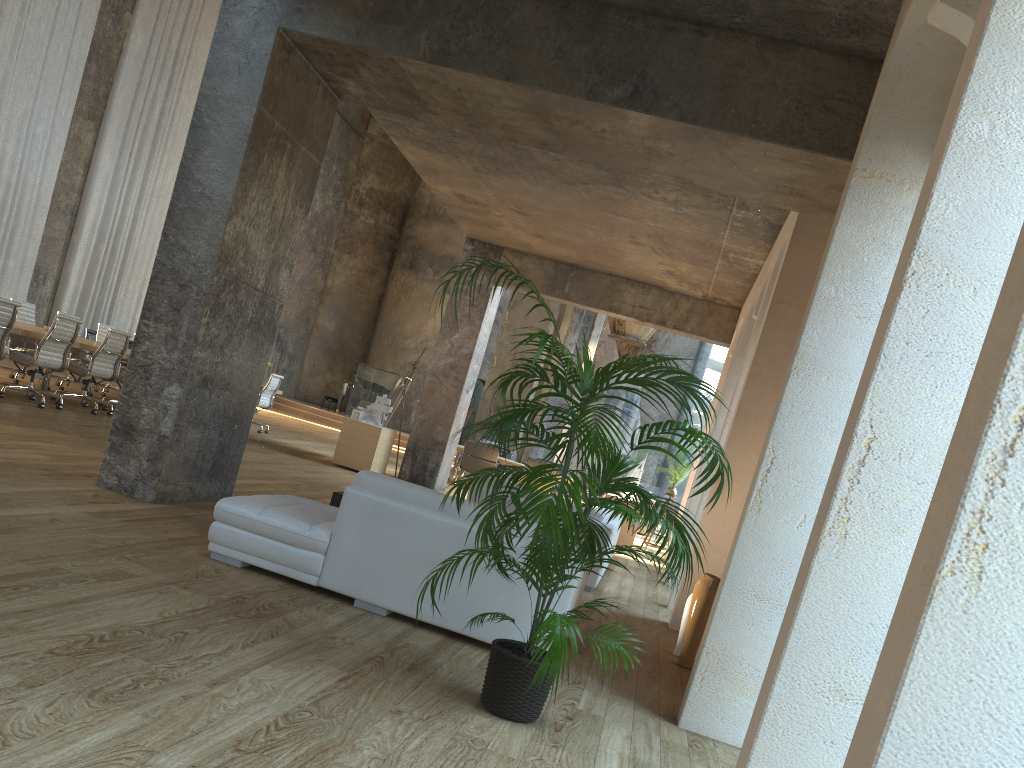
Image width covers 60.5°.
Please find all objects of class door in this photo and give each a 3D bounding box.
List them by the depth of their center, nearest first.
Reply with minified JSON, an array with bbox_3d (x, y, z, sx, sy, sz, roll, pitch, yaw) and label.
[{"bbox_3d":[-1.357,0.941,27.971,0.917,2.310,0.089,14,4,-33],"label":"door"}]

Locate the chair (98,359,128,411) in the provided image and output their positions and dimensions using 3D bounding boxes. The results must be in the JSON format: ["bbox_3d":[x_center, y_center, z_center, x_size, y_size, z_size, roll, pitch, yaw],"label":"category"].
[{"bbox_3d":[-4.877,-0.111,11.309,0.691,1.031,0.670,17,2,18],"label":"chair"}]

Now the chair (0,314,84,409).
[{"bbox_3d":[-5.166,-0.307,9.515,0.693,1.031,0.667,17,2,13],"label":"chair"}]

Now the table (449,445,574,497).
[{"bbox_3d":[-0.048,1.811,16.605,2.396,0.704,1.107,16,-1,9],"label":"table"}]

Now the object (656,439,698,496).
[{"bbox_3d":[2.635,1.303,13.801,0.688,0.945,0.856,16,1,1],"label":"object"}]

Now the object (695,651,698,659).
[{"bbox_3d":[1.353,1.715,6.145,0.099,0.455,0.102,19,4,34],"label":"object"}]

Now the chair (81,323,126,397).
[{"bbox_3d":[-5.928,-0.308,13.174,0.692,1.031,0.668,17,2,15],"label":"chair"}]

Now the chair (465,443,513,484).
[{"bbox_3d":[-0.469,1.639,17.439,0.722,0.897,0.826,17,1,16],"label":"chair"}]

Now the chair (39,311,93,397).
[{"bbox_3d":[-6.071,-0.405,12.287,0.691,1.031,0.670,17,2,18],"label":"chair"}]

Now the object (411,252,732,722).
[{"bbox_3d":[0.170,0.498,3.724,1.388,1.823,1.363,17,1,15],"label":"object"}]

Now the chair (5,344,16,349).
[{"bbox_3d":[-6.355,-0.599,10.496,0.695,1.031,0.666,17,2,9],"label":"chair"}]

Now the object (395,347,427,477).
[{"bbox_3d":[-1.888,0.383,14.005,0.681,2.160,0.700,17,3,9],"label":"object"}]

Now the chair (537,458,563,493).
[{"bbox_3d":[0.586,1.942,17.274,0.725,0.897,0.823,17,1,11],"label":"chair"}]

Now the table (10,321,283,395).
[{"bbox_3d":[-5.535,-0.135,11.881,1.591,0.762,7.740,16,-3,11],"label":"table"}]

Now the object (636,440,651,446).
[{"bbox_3d":[2.673,1.628,18.905,0.852,0.946,0.690,17,1,12],"label":"object"}]

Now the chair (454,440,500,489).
[{"bbox_3d":[-0.612,1.506,15.962,0.728,0.897,0.820,17,1,4],"label":"chair"}]

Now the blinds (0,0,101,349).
[{"bbox_3d":[-8.389,-5.177,11.729,0.273,8.693,7.851,17,1,12],"label":"blinds"}]

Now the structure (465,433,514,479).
[{"bbox_3d":[-0.503,1.701,19.651,0.739,1.020,0.736,17,2,10],"label":"structure"}]

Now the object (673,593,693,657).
[{"bbox_3d":[1.212,1.669,6.089,0.099,0.455,0.102,19,4,34],"label":"object"}]

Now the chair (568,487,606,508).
[{"bbox_3d":[1.386,2.124,16.376,0.819,0.898,0.728,16,1,4],"label":"chair"}]

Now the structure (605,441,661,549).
[{"bbox_3d":[1.768,1.717,13.468,0.591,1.557,0.743,17,3,10],"label":"structure"}]

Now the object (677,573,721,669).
[{"bbox_3d":[1.228,1.562,5.786,0.174,0.634,0.236,16,3,-2],"label":"object"}]

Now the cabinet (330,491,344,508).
[{"bbox_3d":[-1.083,1.104,7.237,0.393,0.371,1.567,16,-3,11],"label":"cabinet"}]

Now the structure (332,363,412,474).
[{"bbox_3d":[-2.089,0.554,13.141,0.591,1.557,0.743,17,3,10],"label":"structure"}]

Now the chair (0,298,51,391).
[{"bbox_3d":[-6.216,-0.501,11.418,0.692,1.031,0.668,17,2,15],"label":"chair"}]

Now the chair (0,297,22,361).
[{"bbox_3d":[-5.322,-0.410,8.579,0.692,1.031,0.668,17,2,15],"label":"chair"}]

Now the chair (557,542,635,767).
[{"bbox_3d":[-2.955,0.663,14.539,12.870,1.037,31.611,16,-3,10],"label":"chair"}]

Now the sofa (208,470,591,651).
[{"bbox_3d":[-0.586,0.944,5.239,2.056,0.725,1.074,16,-1,9],"label":"sofa"}]

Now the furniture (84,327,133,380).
[{"bbox_3d":[-7.618,-0.462,17.283,0.704,0.845,1.878,17,-2,10],"label":"furniture"}]

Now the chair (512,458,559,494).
[{"bbox_3d":[0.348,1.784,15.842,0.737,0.897,0.809,16,1,-17],"label":"chair"}]

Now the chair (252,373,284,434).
[{"bbox_3d":[-4.340,0.262,14.802,0.692,1.031,0.668,17,2,15],"label":"chair"}]

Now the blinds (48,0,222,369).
[{"bbox_3d":[-6.993,-4.240,20.262,0.273,8.693,7.851,17,1,12],"label":"blinds"}]

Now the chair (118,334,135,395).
[{"bbox_3d":[-5.782,-0.209,14.081,0.693,1.031,0.667,17,2,13],"label":"chair"}]

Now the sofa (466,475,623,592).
[{"bbox_3d":[0.092,1.398,9.387,2.051,0.725,2.938,16,-3,10],"label":"sofa"}]

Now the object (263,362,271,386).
[{"bbox_3d":[-6.915,-0.211,23.153,1.092,1.465,1.124,16,1,1],"label":"object"}]

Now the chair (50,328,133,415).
[{"bbox_3d":[-5.020,-0.208,10.421,0.692,1.031,0.668,17,2,15],"label":"chair"}]

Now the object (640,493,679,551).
[{"bbox_3d":[2.307,2.201,13.871,0.668,0.978,0.559,16,2,-26],"label":"object"}]

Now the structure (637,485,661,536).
[{"bbox_3d":[2.515,2.484,17.852,0.731,1.020,0.744,17,1,10],"label":"structure"}]

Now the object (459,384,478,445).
[{"bbox_3d":[-1.300,0.984,20.966,0.671,2.160,0.711,19,4,36],"label":"object"}]
